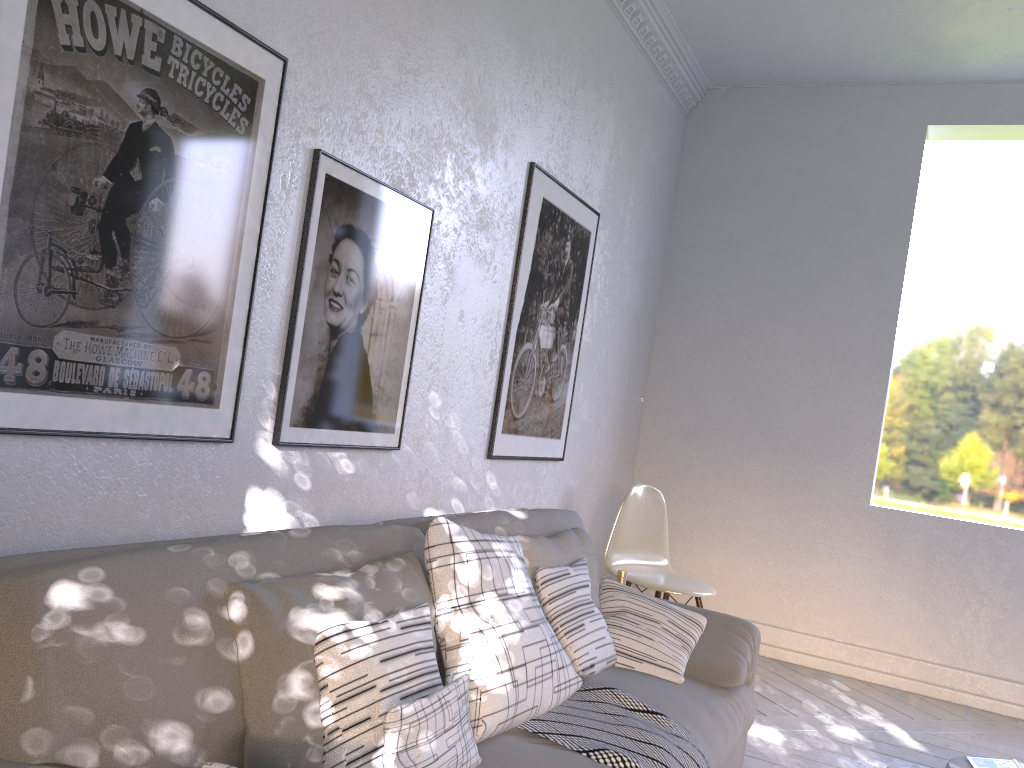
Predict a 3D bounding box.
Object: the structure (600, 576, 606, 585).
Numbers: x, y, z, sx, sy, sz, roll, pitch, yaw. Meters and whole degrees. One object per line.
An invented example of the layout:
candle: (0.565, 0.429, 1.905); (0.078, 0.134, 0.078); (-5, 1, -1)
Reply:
structure: (0.419, 0.928, 4.083); (0.019, 0.083, 0.050); (9, 0, 25)

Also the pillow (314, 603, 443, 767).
pillow: (-0.185, 0.476, 1.330); (0.129, 0.269, 0.312); (9, 0, 29)

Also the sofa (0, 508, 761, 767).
sofa: (-0.041, 0.637, 1.692); (0.762, 0.682, 1.873); (8, -1, 25)

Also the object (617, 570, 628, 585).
object: (0.383, 0.876, 3.276); (0.095, 0.378, 0.095); (8, 1, -29)

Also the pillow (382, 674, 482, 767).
pillow: (-0.122, 0.523, 1.298); (0.070, 0.167, 0.285); (9, -1, 23)

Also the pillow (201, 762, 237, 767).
pillow: (-0.183, 0.525, 1.022); (0.308, 0.206, 0.216); (8, -1, 32)

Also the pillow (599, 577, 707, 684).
pillow: (0.312, 0.633, 2.246); (0.312, 0.220, 0.214); (8, -1, 24)

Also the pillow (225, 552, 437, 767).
pillow: (-0.249, 0.445, 1.384); (0.150, 0.313, 0.492); (9, -1, 26)

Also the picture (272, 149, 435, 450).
picture: (-0.359, -0.164, 2.111); (0.019, 0.639, 0.490); (9, 0, 25)

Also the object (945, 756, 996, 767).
object: (1.338, 1.112, 2.337); (0.376, 0.135, 0.377); (8, -1, 13)

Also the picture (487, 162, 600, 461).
picture: (0.128, -0.206, 3.110); (0.019, 0.957, 0.631); (9, 0, 25)

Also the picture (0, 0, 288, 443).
picture: (-0.632, -0.291, 1.502); (0.019, 0.773, 0.593); (9, 0, 25)

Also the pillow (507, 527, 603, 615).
pillow: (0.114, 0.521, 2.162); (0.150, 0.313, 0.492); (9, -1, 25)

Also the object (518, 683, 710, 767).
object: (0.391, 0.852, 1.445); (0.498, 0.395, 1.492); (9, -2, -34)

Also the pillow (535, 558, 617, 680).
pillow: (0.154, 0.549, 2.038); (0.153, 0.257, 0.314); (8, -1, 25)

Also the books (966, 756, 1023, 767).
books: (1.352, 1.033, 2.342); (0.238, 0.024, 0.175); (8, -2, 15)

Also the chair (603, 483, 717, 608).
chair: (0.595, 0.766, 3.440); (0.369, 0.706, 0.413); (8, 0, -36)

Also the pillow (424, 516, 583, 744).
pillow: (-0.023, 0.449, 1.694); (0.218, 0.386, 0.456); (8, -1, 27)
